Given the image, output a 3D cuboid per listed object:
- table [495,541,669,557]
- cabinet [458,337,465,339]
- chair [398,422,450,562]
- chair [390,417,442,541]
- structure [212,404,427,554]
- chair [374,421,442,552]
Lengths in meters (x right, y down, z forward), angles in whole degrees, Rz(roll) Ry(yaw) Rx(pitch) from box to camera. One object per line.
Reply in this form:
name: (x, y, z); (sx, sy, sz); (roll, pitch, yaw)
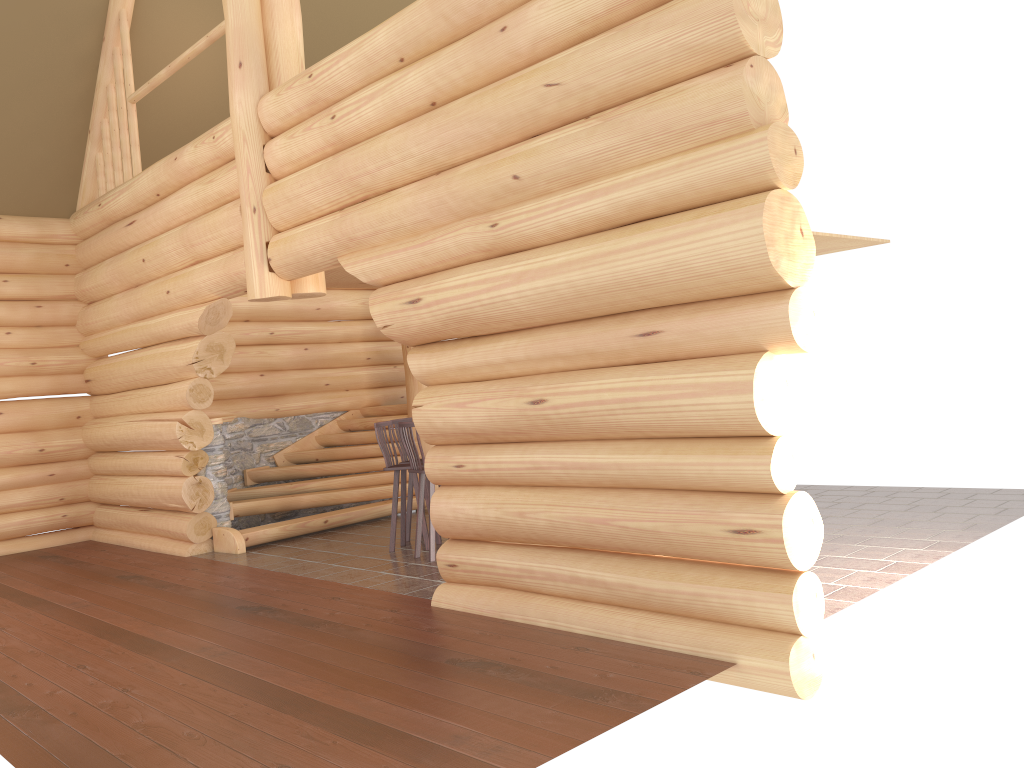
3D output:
table: (0.585, 0.909, 8.497); (1.196, 1.257, 3.220); (-5, 0, -44)
cabinet: (0.184, 0.378, 13.142); (1.847, 2.403, 0.670); (-5, 0, -44)
chair: (-0.747, 0.999, 8.530); (0.504, 1.319, 0.406); (-5, 0, -34)
chair: (-0.968, 1.021, 9.642); (0.504, 1.319, 0.406); (-5, 0, 26)
structure: (-2.650, 1.022, 11.730); (1.951, 1.643, 3.604); (-5, 0, 40)
chair: (-1.076, 1.030, 9.132); (0.504, 1.319, 0.406); (-5, 0, 15)
